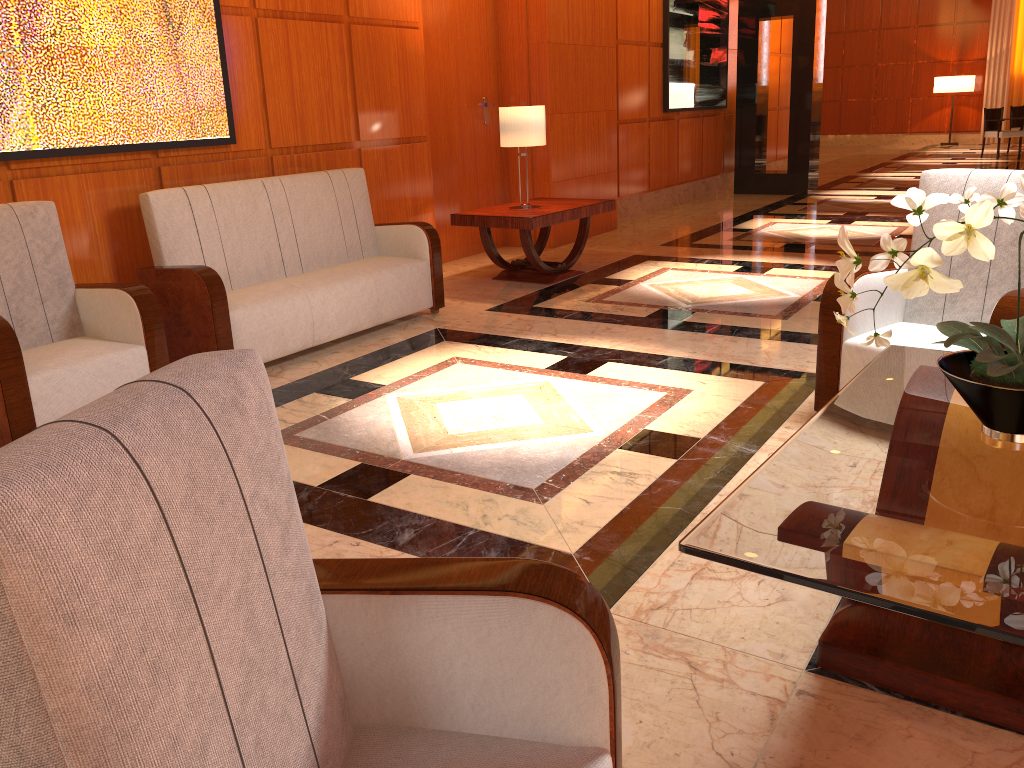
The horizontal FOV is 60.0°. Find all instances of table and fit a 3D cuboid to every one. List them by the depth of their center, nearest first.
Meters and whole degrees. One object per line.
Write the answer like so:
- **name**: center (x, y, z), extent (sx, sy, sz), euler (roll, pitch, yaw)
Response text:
- **table**: center (1.055, 0.370, 2.082), extent (0.724, 0.491, 1.572), euler (9, 21, 34)
- **table**: center (0.192, -1.090, 6.783), extent (0.727, 0.528, 1.177), euler (9, 21, 34)

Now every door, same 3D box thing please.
- **door**: center (-0.388, -2.342, 7.361), extent (0.341, 2.624, 1.512), euler (7, 19, 32)

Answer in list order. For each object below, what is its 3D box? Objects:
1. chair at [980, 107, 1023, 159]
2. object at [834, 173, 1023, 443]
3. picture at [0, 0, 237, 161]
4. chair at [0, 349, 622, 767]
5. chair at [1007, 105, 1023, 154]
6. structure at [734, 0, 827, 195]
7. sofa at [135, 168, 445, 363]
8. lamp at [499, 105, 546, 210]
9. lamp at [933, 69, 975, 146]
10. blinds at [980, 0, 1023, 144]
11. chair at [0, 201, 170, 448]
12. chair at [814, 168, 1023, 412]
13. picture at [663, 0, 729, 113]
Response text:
- **chair**: center (8.855, -4.554, 16.055), extent (0.585, 0.885, 0.581), euler (-8, 17, -18)
- **object**: center (1.143, -0.186, 2.001), extent (0.788, 0.611, 0.422), euler (1, 16, 10)
- **picture**: center (-2.175, -1.801, 4.120), extent (0.057, 1.437, 2.013), euler (7, 19, 32)
- **chair**: center (-0.198, 0.481, 1.093), extent (0.628, 0.951, 0.745), euler (1, 17, 12)
- **chair**: center (9.780, -4.848, 16.868), extent (0.586, 0.885, 0.580), euler (-11, 18, -27)
- **structure**: center (3.506, -3.772, 11.639), extent (0.988, 2.472, 0.504), euler (8, 18, 32)
- **sofa**: center (-1.186, -0.706, 5.060), extent (0.614, 0.923, 1.813), euler (8, 20, 32)
- **lamp**: center (0.974, 0.197, 0.462), extent (0.335, 0.727, 13.132), euler (-4, 17, -7)
- **lamp**: center (9.878, -6.197, 19.887), extent (0.812, 1.644, 0.818), euler (-7, 16, -16)
- **blinds**: center (12.245, -7.204, 18.775), extent (3.862, 4.023, 0.150), euler (8, 19, 32)
- **chair**: center (-1.960, -0.257, 3.692), extent (0.630, 0.951, 0.744), euler (7, 19, 31)
- **chair**: center (1.657, -0.304, 3.343), extent (0.631, 0.951, 0.742), euler (-15, 20, -36)
- **picture**: center (2.268, -4.082, 10.788), extent (0.057, 1.437, 2.013), euler (7, 19, 32)
